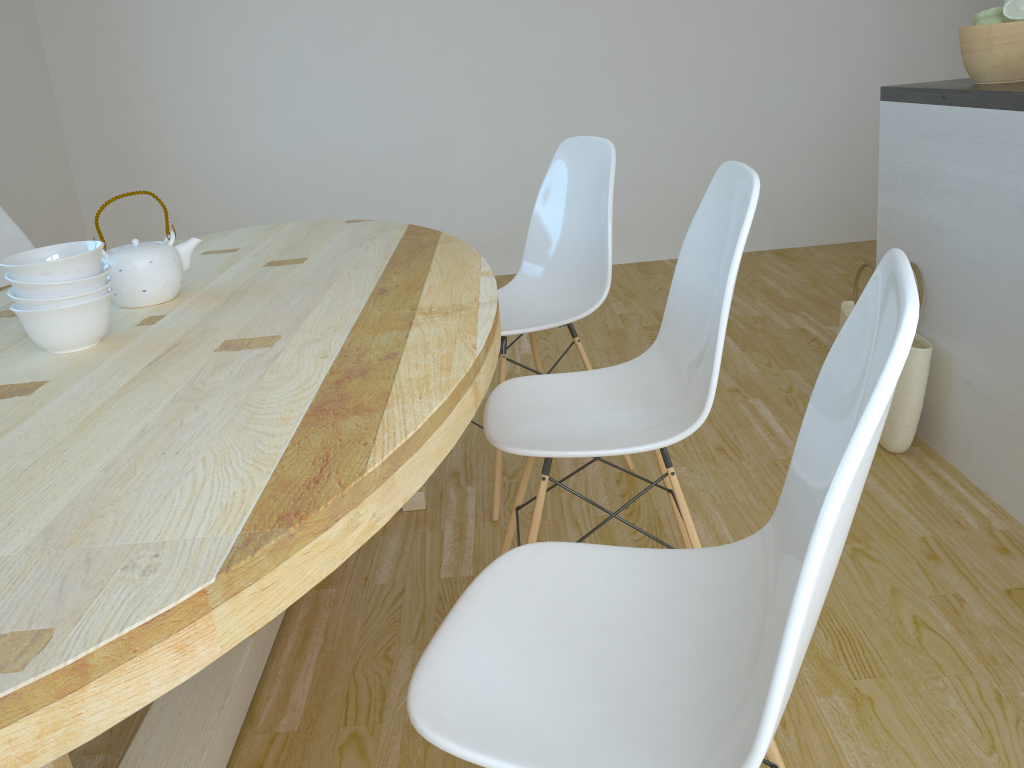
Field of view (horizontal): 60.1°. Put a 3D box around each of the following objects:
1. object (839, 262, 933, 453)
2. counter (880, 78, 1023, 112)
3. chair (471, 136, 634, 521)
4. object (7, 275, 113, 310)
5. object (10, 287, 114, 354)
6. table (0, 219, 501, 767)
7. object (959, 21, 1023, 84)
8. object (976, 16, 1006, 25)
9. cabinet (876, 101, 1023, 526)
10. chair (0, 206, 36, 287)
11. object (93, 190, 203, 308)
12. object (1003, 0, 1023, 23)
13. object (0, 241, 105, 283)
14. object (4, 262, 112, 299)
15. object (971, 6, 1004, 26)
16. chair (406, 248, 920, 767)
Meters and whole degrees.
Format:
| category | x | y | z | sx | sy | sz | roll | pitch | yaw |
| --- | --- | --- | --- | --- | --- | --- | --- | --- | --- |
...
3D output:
| category | x | y | z | sx | sy | sz | roll | pitch | yaw |
| --- | --- | --- | --- | --- | --- | --- | --- | --- | --- |
| object | 0.605 | 0.002 | 2.326 | 1.195 | 0.493 | 0.477 | -13 | 19 | -21 |
| counter | 1.379 | -0.453 | 1.380 | 0.600 | 0.039 | 2.444 | -5 | 19 | 1 |
| chair | 0.029 | -0.189 | 2.414 | 0.526 | 0.886 | 0.434 | -15 | 20 | -28 |
| object | -0.712 | -0.121 | 1.416 | 0.152 | 0.091 | 0.154 | 9 | 24 | 37 |
| object | -0.713 | -0.099 | 1.425 | 0.152 | 0.081 | 0.154 | 10 | 24 | 37 |
| table | -0.586 | 0.240 | 1.625 | 1.193 | 0.713 | 2.230 | -6 | 19 | -1 |
| object | 1.220 | -0.821 | 2.194 | 0.207 | 0.139 | 0.207 | -19 | 23 | -36 |
| object | 1.181 | -0.859 | 2.170 | 0.082 | 0.084 | 0.098 | -18 | 22 | -33 |
| cabinet | 1.422 | -0.007 | 1.513 | 0.600 | 0.894 | 2.444 | -5 | 19 | 1 |
| chair | -1.295 | -0.069 | 2.431 | 0.524 | 0.886 | 0.436 | 4 | 20 | 29 |
| object | -0.699 | -0.260 | 1.684 | 0.177 | 0.208 | 0.150 | -6 | 18 | 0 |
| object | 1.210 | -0.884 | 2.104 | 0.077 | 0.070 | 0.075 | 3 | 20 | 24 |
| object | -0.717 | -0.169 | 1.400 | 0.152 | 0.085 | 0.154 | 5 | 21 | 27 |
| object | -0.712 | -0.143 | 1.409 | 0.150 | 0.094 | 0.154 | 0 | 19 | 16 |
| object | 1.205 | -0.914 | 2.231 | 0.086 | 0.064 | 0.085 | -1 | 19 | 12 |
| chair | 0.141 | 0.309 | 0.981 | 0.523 | 0.886 | 0.437 | 1 | 18 | 20 |
